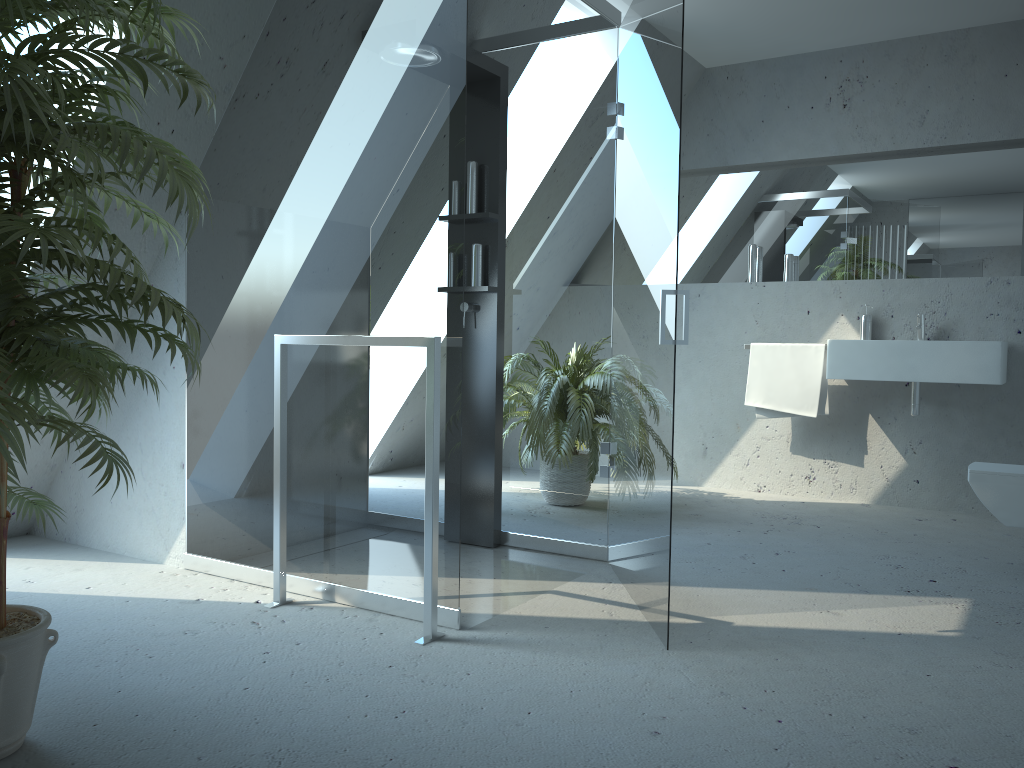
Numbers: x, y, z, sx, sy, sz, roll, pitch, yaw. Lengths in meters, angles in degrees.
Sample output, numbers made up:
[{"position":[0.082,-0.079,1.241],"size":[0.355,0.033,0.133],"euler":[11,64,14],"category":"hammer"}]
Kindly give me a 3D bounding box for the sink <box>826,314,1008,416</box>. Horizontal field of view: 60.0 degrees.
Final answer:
[{"position":[2.074,-0.098,4.550],"size":[0.800,0.526,0.429],"euler":[3,3,32],"category":"sink"}]

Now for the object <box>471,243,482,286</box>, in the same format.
[{"position":[-0.144,-0.486,3.629],"size":[0.043,0.175,0.023],"euler":[1,3,1],"category":"object"}]

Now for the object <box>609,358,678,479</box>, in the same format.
[{"position":[0.308,0.187,4.670],"size":[1.132,0.893,1.112],"euler":[1,3,9],"category":"object"}]

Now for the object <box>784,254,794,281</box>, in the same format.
[{"position":[1.594,-0.668,5.108],"size":[0.052,0.160,0.052],"euler":[2,3,16],"category":"object"}]

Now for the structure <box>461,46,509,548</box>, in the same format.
[{"position":[-0.297,-0.307,3.483],"size":[0.250,1.978,0.612],"euler":[3,3,32],"category":"structure"}]

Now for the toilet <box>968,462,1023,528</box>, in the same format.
[{"position":[1.971,0.428,3.350],"size":[0.445,0.205,0.284],"euler":[3,3,32],"category":"toilet"}]

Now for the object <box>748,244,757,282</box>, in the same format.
[{"position":[1.414,-0.709,5.218],"size":[0.045,0.225,0.045],"euler":[2,3,16],"category":"object"}]

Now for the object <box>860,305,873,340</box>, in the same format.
[{"position":[1.919,-0.332,4.804],"size":[0.061,0.193,0.076],"euler":[2,3,20],"category":"object"}]

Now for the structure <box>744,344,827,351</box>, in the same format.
[{"position":[1.566,-0.205,4.961],"size":[0.480,0.030,0.206],"euler":[3,3,32],"category":"structure"}]

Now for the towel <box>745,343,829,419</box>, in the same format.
[{"position":[1.516,-0.011,4.893],"size":[0.455,0.429,0.063],"euler":[3,3,32],"category":"towel"}]

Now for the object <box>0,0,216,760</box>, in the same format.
[{"position":[-1.089,-0.272,1.766],"size":[1.020,2.034,0.980],"euler":[0,3,-10],"category":"object"}]

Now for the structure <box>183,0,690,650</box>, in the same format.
[{"position":[-0.183,-0.355,3.089],"size":[1.835,2.114,1.184],"euler":[3,3,32],"category":"structure"}]

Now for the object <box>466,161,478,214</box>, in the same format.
[{"position":[-0.163,-0.801,3.626],"size":[0.043,0.215,0.043],"euler":[2,3,16],"category":"object"}]
